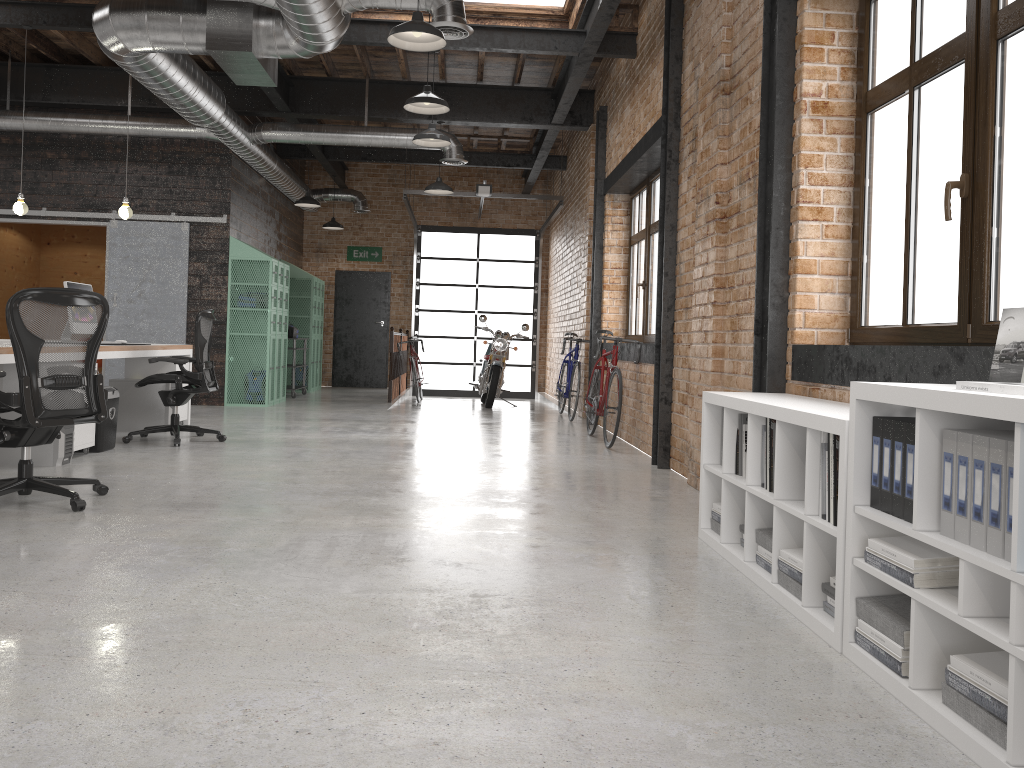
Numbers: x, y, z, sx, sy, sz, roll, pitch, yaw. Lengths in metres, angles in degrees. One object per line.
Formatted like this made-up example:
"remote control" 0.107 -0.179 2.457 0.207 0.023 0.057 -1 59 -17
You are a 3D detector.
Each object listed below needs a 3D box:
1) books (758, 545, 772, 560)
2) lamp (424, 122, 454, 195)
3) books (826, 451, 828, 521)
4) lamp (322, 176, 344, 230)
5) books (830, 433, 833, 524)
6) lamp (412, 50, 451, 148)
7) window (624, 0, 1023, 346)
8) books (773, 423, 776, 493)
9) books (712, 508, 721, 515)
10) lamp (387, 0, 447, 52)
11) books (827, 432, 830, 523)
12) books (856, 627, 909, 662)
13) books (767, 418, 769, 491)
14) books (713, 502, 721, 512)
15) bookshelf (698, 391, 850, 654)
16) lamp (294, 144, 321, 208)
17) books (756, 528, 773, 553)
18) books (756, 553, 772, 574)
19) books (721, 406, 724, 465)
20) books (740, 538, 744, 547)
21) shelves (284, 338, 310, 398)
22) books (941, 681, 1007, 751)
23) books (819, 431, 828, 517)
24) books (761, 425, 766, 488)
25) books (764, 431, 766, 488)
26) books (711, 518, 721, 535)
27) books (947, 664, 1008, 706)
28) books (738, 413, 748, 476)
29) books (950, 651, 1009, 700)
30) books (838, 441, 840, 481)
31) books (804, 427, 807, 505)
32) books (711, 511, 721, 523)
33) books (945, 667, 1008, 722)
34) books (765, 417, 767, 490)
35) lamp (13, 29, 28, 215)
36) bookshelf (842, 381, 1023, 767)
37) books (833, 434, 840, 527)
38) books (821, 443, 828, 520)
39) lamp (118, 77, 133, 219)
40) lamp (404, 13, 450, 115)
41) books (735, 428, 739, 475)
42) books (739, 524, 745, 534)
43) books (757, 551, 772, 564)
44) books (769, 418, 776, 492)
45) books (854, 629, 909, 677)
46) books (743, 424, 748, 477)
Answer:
"books" 1.072 0.639 3.333 0.214 0.046 0.251 2 3 -3
"lamp" -0.882 -2.774 10.841 0.361 0.856 0.362 2 0 -26
"books" 1.087 0.337 2.824 0.162 0.240 0.054 2 0 2
"lamp" -2.958 -3.259 14.749 0.361 1.338 0.362 2 0 -26
"books" 1.135 0.284 2.784 0.259 0.352 0.070 2 0 2
"lamp" -0.727 -2.646 8.159 0.362 0.856 0.362 2 0 14
"window" 1.515 -1.070 5.467 0.147 1.690 8.642 2 3 -3
"books" 1.099 0.291 3.346 0.221 0.283 0.061 2 0 2
"books" 1.037 0.572 3.958 0.219 0.039 0.260 2 3 -3
"lamp" -0.567 -2.514 5.407 0.362 0.856 0.362 2 0 19
"books" 1.132 0.281 2.808 0.258 0.355 0.049 2 0 2
"books" 1.102 0.700 2.417 0.219 0.034 0.260 2 3 -3
"books" 1.117 0.254 3.409 0.259 0.352 0.070 2 0 2
"books" 1.037 0.554 3.954 0.214 0.052 0.252 2 3 -3
"bookshelf" 1.126 0.418 3.384 0.400 0.684 1.545 2 2 -3
"lamp" -2.814 -3.141 12.283 0.361 1.338 0.362 2 0 -26
"books" 1.076 0.602 3.352 0.217 0.078 0.291 2 2 -3
"books" 1.067 0.683 3.345 0.207 0.061 0.274 2 2 -3
"books" 1.100 0.224 4.072 0.259 0.351 0.065 2 0 2
"books" 1.075 0.673 3.665 0.184 0.049 0.261 2 3 -3
"shelves" -3.346 -0.250 12.981 0.567 0.855 0.986 2 1 -3
"books" 1.149 0.743 1.993 0.217 0.072 0.290 2 2 -3
"books" 1.138 0.302 2.893 0.259 0.305 0.040 2 0 2
"books" 1.074 0.295 3.480 0.182 0.262 0.056 2 0 2
"books" 1.068 0.307 3.449 0.162 0.240 0.054 2 0 2
"books" 1.037 0.649 3.973 0.217 0.072 0.290 2 2 -3
"books" 1.149 0.667 1.978 0.219 0.039 0.260 2 3 -3
"books" 1.081 0.271 3.785 0.221 0.283 0.061 2 0 2
"books" 1.149 0.649 1.974 0.214 0.052 0.252 2 3 -3
"books" 1.117 0.321 2.722 0.221 0.283 0.061 2 0 2
"books" 1.137 0.274 3.009 0.259 0.351 0.065 2 0 2
"books" 1.033 0.598 3.966 0.207 0.067 0.275 2 2 -3
"books" 1.144 0.693 1.985 0.207 0.067 0.275 2 2 -3
"books" 1.113 0.252 3.433 0.258 0.355 0.049 2 0 2
"lamp" -4.388 -2.353 7.954 0.123 1.678 0.123 2 0 -6
"bookshelf" 1.223 0.435 1.834 0.400 0.800 1.545 2 2 -3
"books" 1.137 0.284 2.754 0.272 0.354 0.063 2 0 2
"books" 1.093 0.324 2.855 0.182 0.262 0.056 2 0 2
"lamp" -3.470 -2.328 8.008 0.123 1.678 0.123 2 0 -6
"lamp" -0.649 -2.842 6.957 0.362 1.363 0.362 2 0 4
"books" 1.100 0.234 3.817 0.272 0.354 0.063 2 0 2
"books" 1.093 0.616 3.664 0.222 0.055 0.282 2 3 -3
"books" 1.072 0.657 3.338 0.219 0.034 0.260 2 3 -3
"books" 1.118 0.255 3.379 0.272 0.354 0.063 2 0 2
"books" 1.098 0.726 2.425 0.207 0.061 0.274 2 2 -3
"books" 1.079 0.294 3.749 0.197 0.240 0.058 2 0 2
